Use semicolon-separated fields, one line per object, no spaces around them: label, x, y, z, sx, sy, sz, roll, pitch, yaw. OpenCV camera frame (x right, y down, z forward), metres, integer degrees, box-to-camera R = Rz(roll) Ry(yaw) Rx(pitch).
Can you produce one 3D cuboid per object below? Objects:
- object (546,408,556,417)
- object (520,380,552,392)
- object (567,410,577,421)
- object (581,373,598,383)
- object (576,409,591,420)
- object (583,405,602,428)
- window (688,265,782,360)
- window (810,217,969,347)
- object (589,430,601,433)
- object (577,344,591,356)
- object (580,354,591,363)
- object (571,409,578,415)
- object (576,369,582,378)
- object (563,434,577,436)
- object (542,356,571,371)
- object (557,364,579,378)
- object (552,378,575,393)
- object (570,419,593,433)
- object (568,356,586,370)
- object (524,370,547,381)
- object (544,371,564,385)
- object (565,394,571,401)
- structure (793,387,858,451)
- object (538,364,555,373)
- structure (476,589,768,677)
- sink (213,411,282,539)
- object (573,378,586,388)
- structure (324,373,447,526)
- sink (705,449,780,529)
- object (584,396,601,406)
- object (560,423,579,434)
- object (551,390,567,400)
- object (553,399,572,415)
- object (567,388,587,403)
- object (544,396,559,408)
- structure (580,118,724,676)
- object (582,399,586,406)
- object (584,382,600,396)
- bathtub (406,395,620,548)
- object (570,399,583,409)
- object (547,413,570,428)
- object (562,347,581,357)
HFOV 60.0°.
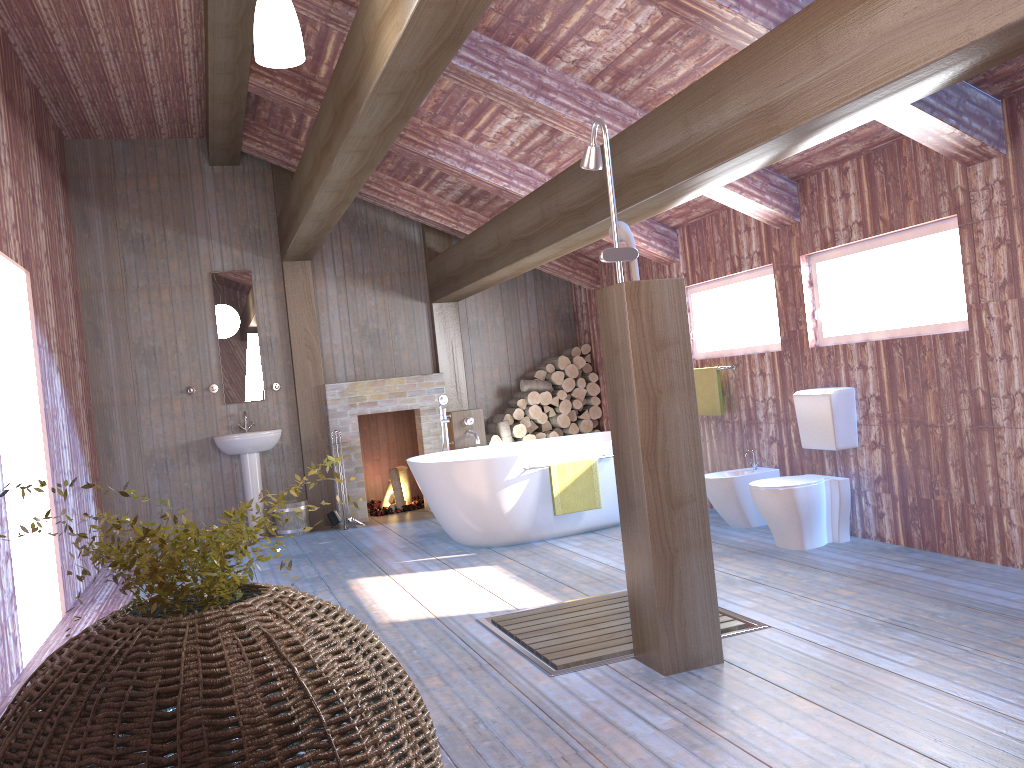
object;0.350;0.277;8.748;0.085;0.096;0.280;-6;0;-18
object;0.232;0.021;8.603;0.302;0.157;0.121;-6;0;-18
object;0.530;0.313;8.790;0.111;0.118;0.302;-6;0;-20
object;0.729;-0.061;8.886;0.102;0.109;0.438;-6;0;-19
object;0.645;0.302;8.845;0.115;0.112;0.423;-6;0;-19
object;0.754;0.337;8.892;0.137;0.256;0.439;-6;0;-19
window;1.643;-0.500;6.491;0.054;0.587;1.255;-6;0;-18
window;2.126;-0.545;5.022;0.054;0.587;1.255;-6;0;-18
object;0.759;0.523;8.899;0.139;0.137;0.455;-6;0;-21
object;0.690;-0.336;8.921;0.112;0.113;0.271;-6;0;-19
object;0.698;-0.251;8.937;0.081;0.100;0.281;-6;0;-19
object;0.592;0.280;8.814;0.065;0.069;0.177;-6;0;-20
object;0.589;-0.087;8.946;0.132;0.119;0.319;-6;0;-18
object;0.562;0.547;8.777;0.116;0.117;0.289;-6;0;-21
object;0.439;-0.203;8.810;0.135;0.139;0.456;-6;0;-18
object;0.503;-0.117;8.811;0.141;0.143;0.437;-6;0;-21
object;0.480;0.022;8.798;0.143;0.151;0.440;-6;0;-19
object;0.654;0.419;8.852;0.137;0.133;0.437;-6;0;-21
object;0.590;-0.203;8.865;0.133;0.142;0.456;-6;0;-18
object;0.233;-0.070;8.817;0.140;0.121;0.319;-6;0;-18
object;0.373;-0.056;8.782;0.139;0.148;0.458;-6;0;-19
object;0.496;0.147;8.776;0.095;0.090;0.278;-6;0;-18
structure;1.898;0.209;5.369;0.182;0.363;0.358;-6;0;-18
object;0.341;-0.151;8.744;0.094;0.097;0.227;-6;0;-18
structure;0.458;1.121;4.064;1.000;0.067;1.000;-6;0;-19
sink;-2.299;0.807;7.848;0.582;1.143;0.475;-6;0;-20
object;0.610;-0.004;8.842;0.089;0.106;0.437;-6;0;-18
structure;-1.151;0.608;8.399;1.130;1.330;0.226;-6;0;-19
sink;1.544;0.721;6.067;0.515;0.517;0.335;-6;0;-18
object;0.750;0.170;8.886;0.102;0.109;0.438;-6;0;-19
object;0.547;0.440;8.780;0.114;0.113;0.301;-6;0;-21
object;0.415;0.108;8.768;0.102;0.109;0.438;-6;0;-19
object;0.448;0.234;8.779;0.136;0.157;0.439;-6;0;-18
object;0.582;0.116;8.860;0.172;0.151;0.482;-6;0;-18
object;0.339;0.187;8.739;0.109;0.124;0.424;-6;0;-20
structure;0.538;-0.006;3.554;0.328;2.209;0.522;-6;0;2
object;0.677;0.178;8.907;0.088;0.092;0.280;-6;0;-18
object;0.728;0.053;8.886;0.147;0.152;0.439;-6;0;-19
bathtub;0.192;0.569;6.675;1.935;1.109;1.460;-6;0;3
object;0.568;0.199;8.820;0.102;0.109;0.438;-6;0;-19
object;0.421;0.361;8.765;0.141;0.143;0.437;-6;0;-21
object;0.593;-0.302;8.885;0.104;0.121;0.270;-6;0;-18
